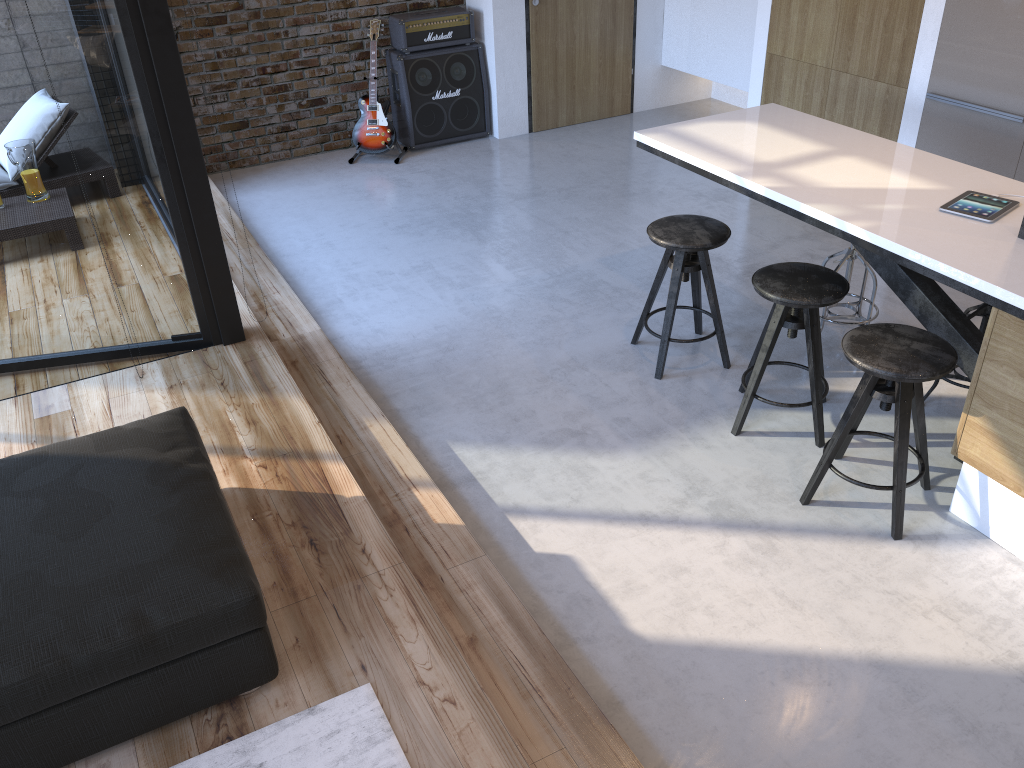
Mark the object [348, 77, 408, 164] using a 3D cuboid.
[{"bbox_3d":[-1.031,-1.983,6.623,0.389,0.592,0.329,2,33,7],"label":"object"}]

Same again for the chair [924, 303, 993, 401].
[{"bbox_3d":[1.885,-0.200,3.557,0.356,0.640,0.356,24,41,35],"label":"chair"}]

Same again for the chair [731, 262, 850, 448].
[{"bbox_3d":[1.100,-0.129,3.513,0.365,0.634,0.363,8,34,16],"label":"chair"}]

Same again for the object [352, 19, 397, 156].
[{"bbox_3d":[-1.021,-2.209,6.623,0.330,0.879,0.521,2,33,7],"label":"object"}]

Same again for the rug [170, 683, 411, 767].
[{"bbox_3d":[-0.935,1.463,1.362,2.110,0.003,1.628,-17,35,-22],"label":"rug"}]

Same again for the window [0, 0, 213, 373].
[{"bbox_3d":[-2.577,-0.872,3.270,2.448,2.065,0.100,-8,33,-8],"label":"window"}]

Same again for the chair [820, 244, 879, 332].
[{"bbox_3d":[1.536,-0.493,4.044,0.358,0.640,0.354,8,34,15],"label":"chair"}]

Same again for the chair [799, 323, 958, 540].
[{"bbox_3d":[1.280,0.141,3.075,0.366,0.634,0.365,21,39,32],"label":"chair"}]

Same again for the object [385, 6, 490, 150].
[{"bbox_3d":[-0.572,-2.366,6.846,0.695,0.943,0.356,-17,36,-22],"label":"object"}]

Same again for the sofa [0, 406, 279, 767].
[{"bbox_3d":[-1.701,1.157,1.248,2.994,0.705,3.027,-17,35,-22],"label":"sofa"}]

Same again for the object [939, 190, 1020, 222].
[{"bbox_3d":[1.650,-0.626,3.131,0.239,0.013,0.187,-28,40,-34],"label":"object"}]

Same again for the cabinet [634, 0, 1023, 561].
[{"bbox_3d":[3.135,-0.349,1.608,2.469,2.892,9.066,-18,35,-22],"label":"cabinet"}]

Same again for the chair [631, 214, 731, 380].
[{"bbox_3d":[0.769,-0.403,3.967,0.366,0.634,0.364,-9,33,-9],"label":"chair"}]

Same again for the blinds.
[{"bbox_3d":[-2.094,-1.197,3.718,1.828,2.066,3.836,7,34,15],"label":"blinds"}]

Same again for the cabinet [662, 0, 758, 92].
[{"bbox_3d":[1.616,-3.181,6.215,0.020,2.131,1.700,-18,36,-22],"label":"cabinet"}]

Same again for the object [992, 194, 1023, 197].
[{"bbox_3d":[1.854,-0.682,2.982,0.214,0.248,0.414,-5,33,-4],"label":"object"}]
